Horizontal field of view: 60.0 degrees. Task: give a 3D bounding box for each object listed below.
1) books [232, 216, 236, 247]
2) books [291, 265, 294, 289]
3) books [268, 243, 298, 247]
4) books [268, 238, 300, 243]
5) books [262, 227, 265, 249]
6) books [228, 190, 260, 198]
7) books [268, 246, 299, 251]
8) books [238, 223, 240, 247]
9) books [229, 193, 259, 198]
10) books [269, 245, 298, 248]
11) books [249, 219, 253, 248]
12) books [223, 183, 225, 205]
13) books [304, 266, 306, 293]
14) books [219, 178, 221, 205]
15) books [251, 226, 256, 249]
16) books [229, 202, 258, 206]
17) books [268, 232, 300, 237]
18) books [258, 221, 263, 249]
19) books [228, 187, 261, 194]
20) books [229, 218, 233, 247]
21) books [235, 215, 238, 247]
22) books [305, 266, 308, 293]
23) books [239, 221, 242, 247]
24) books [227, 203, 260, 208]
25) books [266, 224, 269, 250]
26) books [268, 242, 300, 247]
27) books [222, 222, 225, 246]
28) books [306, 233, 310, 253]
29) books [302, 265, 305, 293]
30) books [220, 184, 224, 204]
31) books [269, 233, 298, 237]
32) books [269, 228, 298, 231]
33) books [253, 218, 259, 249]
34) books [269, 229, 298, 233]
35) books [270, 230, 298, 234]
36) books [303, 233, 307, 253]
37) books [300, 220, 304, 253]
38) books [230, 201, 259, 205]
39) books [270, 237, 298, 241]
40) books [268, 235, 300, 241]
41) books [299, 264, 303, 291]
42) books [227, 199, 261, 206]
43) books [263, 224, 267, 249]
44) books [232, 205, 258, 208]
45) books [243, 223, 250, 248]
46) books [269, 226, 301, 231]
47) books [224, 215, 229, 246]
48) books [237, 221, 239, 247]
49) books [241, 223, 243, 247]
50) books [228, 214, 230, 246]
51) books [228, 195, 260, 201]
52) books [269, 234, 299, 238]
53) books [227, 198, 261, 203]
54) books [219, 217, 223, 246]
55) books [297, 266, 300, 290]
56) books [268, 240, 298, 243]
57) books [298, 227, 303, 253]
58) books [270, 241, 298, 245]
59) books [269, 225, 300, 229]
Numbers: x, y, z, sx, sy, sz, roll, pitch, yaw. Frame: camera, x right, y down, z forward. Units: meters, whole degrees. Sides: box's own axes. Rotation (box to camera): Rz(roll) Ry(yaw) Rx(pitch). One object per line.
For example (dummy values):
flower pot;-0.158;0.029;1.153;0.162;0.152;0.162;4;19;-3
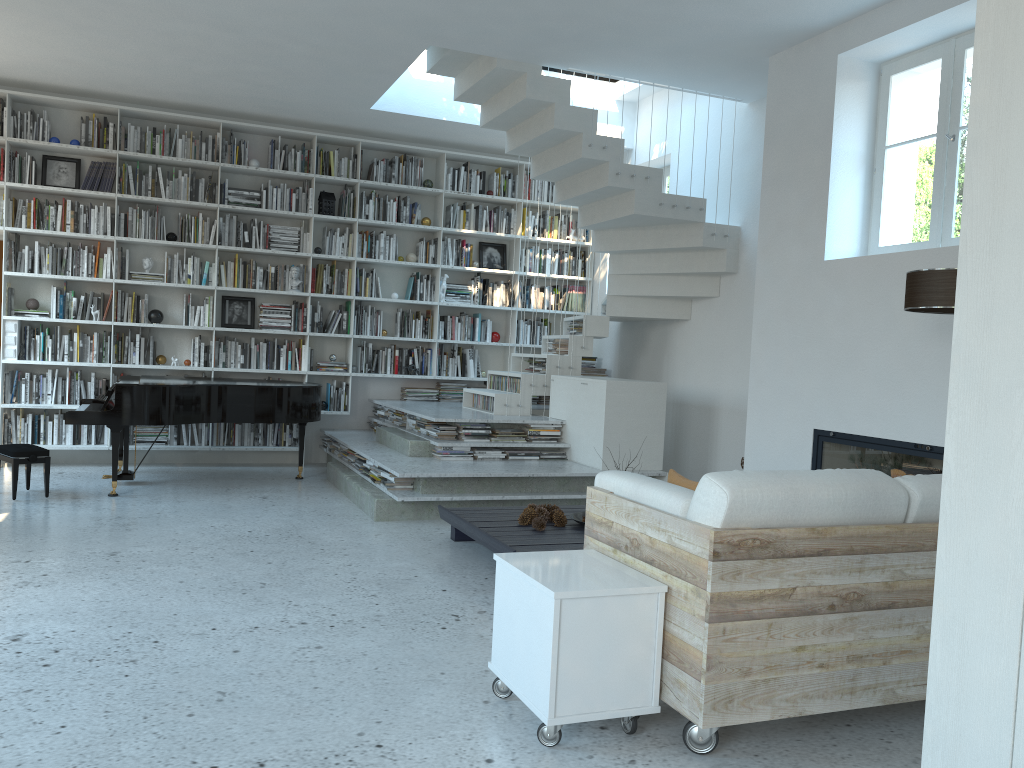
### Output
books;-2.580;-1.399;8.215;0.029;0.295;0.151;2;3;-22
books;-2.095;-0.997;8.442;0.014;0.263;0.135;2;3;-22
books;-2.165;-1.304;8.387;0.254;0.012;0.160;2;2;-23
books;-2.163;-1.352;8.385;0.285;0.012;0.159;2;2;-21
books;-2.338;-1.351;8.311;0.024;0.216;0.132;2;3;-22
books;-2.487;-1.761;8.226;0.285;0.024;0.159;2;2;-20
books;-2.166;-1.280;8.388;0.285;0.012;0.159;2;2;-21
books;-2.540;-1.367;8.228;0.014;0.233;0.147;2;3;-22
books;-2.486;-1.736;8.223;0.254;0.025;0.160;2;2;-26
books;-2.167;-1.292;8.389;0.254;0.012;0.160;2;2;-22
books;-2.438;-1.389;8.271;0.022;0.285;0.130;2;3;-22
books;-2.653;-1.730;8.158;0.013;0.218;0.141;2;3;-22
books;-1.992;-0.992;8.480;0.014;0.261;0.137;2;3;-22
books;-2.692;-1.749;8.149;0.012;0.254;0.160;2;3;-22
books;-2.416;-1.354;8.275;0.024;0.217;0.147;2;3;-22
books;-2.491;-1.657;8.224;0.254;0.012;0.160;2;2;-17
books;-2.160;-1.413;8.382;0.285;0.012;0.159;2;2;-23
books;-2.352;-1.377;8.287;0.021;0.269;0.191;2;3;-22
books;-2.487;-1.785;8.229;0.285;0.024;0.159;2;2;-22
books;-2.599;-1.385;8.189;0.025;0.266;0.185;2;3;-22
books;-2.558;-1.401;8.215;0.011;0.300;0.179;2;3;-22
books;-1.977;-0.994;8.493;0.023;0.265;0.107;2;3;-22
books;-2.525;-1.374;8.229;0.014;0.250;0.172;2;3;-22
books;-2.493;-1.645;8.228;0.285;0.012;0.159;2;2;-19
books;-2.299;-1.364;8.303;0.013;0.247;0.176;2;3;-22
books;-2.163;-1.316;8.382;0.285;0.012;0.159;2;2;-25
books;-2.670;-1.369;8.188;0.027;0.228;0.147;2;3;-22
books;-1.961;-1.332;8.469;0.030;0.205;0.158;2;3;-22
books;-2.000;-0.995;8.463;0.014;0.266;0.153;2;3;-22
books;-2.667;-1.722;8.139;0.027;0.201;0.167;2;3;-22
books;-2.160;-1.401;8.380;0.254;0.012;0.160;2;2;-20
books;-2.159;-1.451;8.382;0.254;0.012;0.160;2;2;-22
books;-2.389;-1.390;8.286;0.049;0.291;0.162;2;3;-22
books;-2.158;-1.439;8.378;0.254;0.012;0.160;2;2;-20
books;-2.156;-1.424;8.373;0.254;0.012;0.160;2;2;-17
books;-1.987;-1.329;8.453;0.029;0.198;0.171;2;3;-22
books;-2.004;-1.390;8.445;0.012;0.319;0.139;2;3;-22
books;-2.492;-1.670;8.227;0.254;0.012;0.160;2;2;-25
books;-2.162;-1.364;8.384;0.254;0.012;0.160;2;2;-21
books;-2.160;-1.376;8.379;0.285;0.012;0.159;2;2;-19
books;-2.024;-1.003;8.471;0.025;0.279;0.108;2;3;-22
books;-2.491;-1.682;8.226;0.285;0.012;0.159;2;2;-25
books;-2.316;-1.364;8.310;0.015;0.245;0.183;2;3;-22
books;-2.493;-1.633;8.227;0.254;0.012;0.160;2;2;-18
books;-2.475;-1.366;8.244;0.066;0.237;0.153;2;3;-22
books;-2.154;-1.463;8.371;0.285;0.012;0.159;2;2;-27
books;-2.637;-1.402;8.180;0.026;0.297;0.179;2;3;-22
books;-2.550;-1.376;8.222;0.011;0.252;0.152;2;3;-22
books;-2.514;-1.369;8.235;0.011;0.240;0.147;2;3;-22
books;-2.625;-1.410;8.205;0.014;0.313;0.133;2;3;-22
books;-2.486;-1.711;8.221;0.285;0.024;0.159;2;2;-17
books;-2.160;-1.388;8.379;0.254;0.012;0.160;2;2;-25
books;-2.491;-1.694;8.228;0.285;0.012;0.159;2;2;-24
books;-2.688;-1.389;8.163;0.026;0.267;0.170;2;3;-22
books;-2.043;-0.994;8.452;0.025;0.260;0.130;2;3;-22
books;-2.163;-1.340;8.383;0.254;0.012;0.160;2;2;-24
books;-2.011;-1.357;8.427;0.012;0.254;0.160;2;3;-22
books;-2.163;-1.328;8.384;0.254;0.012;0.160;2;2;-20
books;-2.156;-1.475;8.377;0.285;0.012;0.159;2;2;-20
